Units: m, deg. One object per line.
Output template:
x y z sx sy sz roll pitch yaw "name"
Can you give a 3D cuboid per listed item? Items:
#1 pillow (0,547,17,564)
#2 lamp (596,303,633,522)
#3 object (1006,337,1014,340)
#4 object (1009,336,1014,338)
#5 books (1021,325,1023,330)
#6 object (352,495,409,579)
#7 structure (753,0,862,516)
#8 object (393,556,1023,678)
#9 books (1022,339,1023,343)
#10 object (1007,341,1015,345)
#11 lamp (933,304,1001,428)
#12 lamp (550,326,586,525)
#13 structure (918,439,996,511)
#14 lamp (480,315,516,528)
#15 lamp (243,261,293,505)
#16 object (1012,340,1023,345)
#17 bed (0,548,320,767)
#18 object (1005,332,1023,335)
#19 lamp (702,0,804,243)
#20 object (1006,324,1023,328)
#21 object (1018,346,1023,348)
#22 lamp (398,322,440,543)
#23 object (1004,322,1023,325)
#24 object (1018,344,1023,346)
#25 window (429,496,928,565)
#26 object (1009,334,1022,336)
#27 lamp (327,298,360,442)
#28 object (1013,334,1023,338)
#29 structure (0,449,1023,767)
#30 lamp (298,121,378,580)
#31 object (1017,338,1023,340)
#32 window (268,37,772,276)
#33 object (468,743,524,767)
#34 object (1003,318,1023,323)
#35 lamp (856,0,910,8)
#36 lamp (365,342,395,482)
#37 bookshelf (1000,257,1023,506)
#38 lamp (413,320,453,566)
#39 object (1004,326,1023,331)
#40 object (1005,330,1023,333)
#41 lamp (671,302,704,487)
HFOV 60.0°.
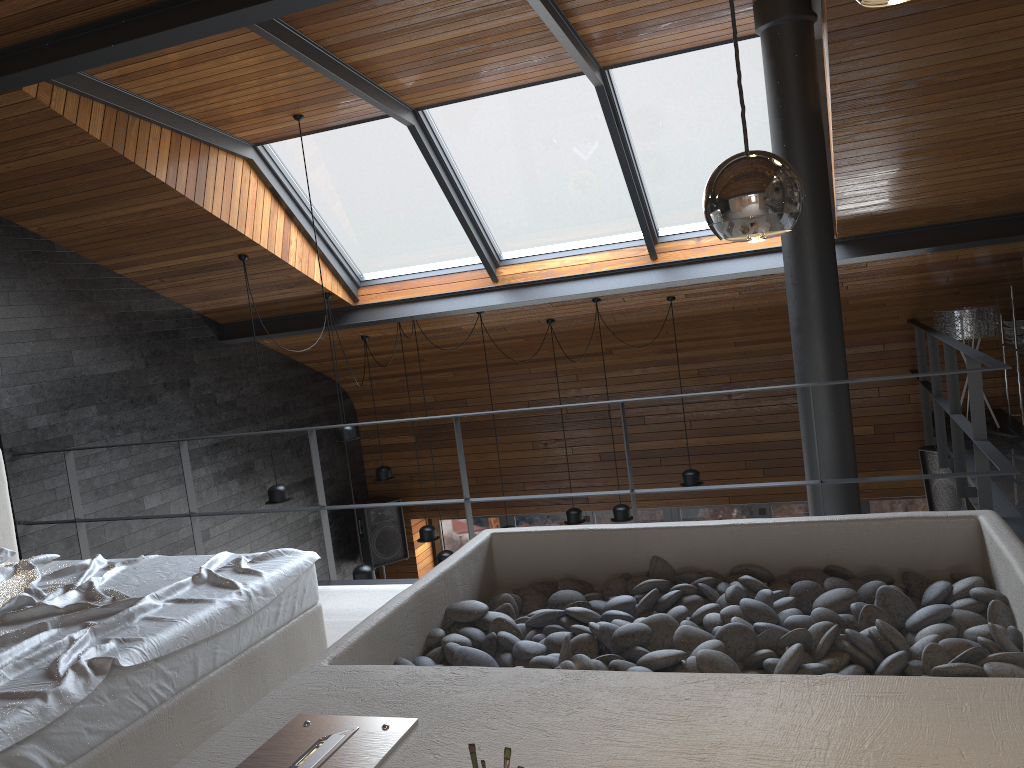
-2.493 0.759 3.485 0.509 0.173 0.842 -6 5 20 "pillow"
0.833 0.222 7.581 0.210 1.911 0.210 -10 5 -33 "lamp"
4.379 -0.405 7.594 0.243 0.012 0.159 -6 5 20 "object"
4.394 -0.419 7.594 0.216 0.012 0.161 -6 5 20 "object"
4.197 -0.460 7.022 0.268 0.025 0.176 -6 5 20 "books"
-1.436 2.442 9.857 0.639 2.298 0.686 -10 5 -32 "object"
1.756 0.715 4.823 1.197 5.699 1.689 -6 5 20 "structure"
0.512 0.773 2.579 1.842 0.246 1.436 -6 5 20 "object"
4.211 -0.349 7.031 0.240 0.028 0.180 -6 5 10 "books"
4.386 -0.362 7.596 0.234 0.025 0.176 -6 5 20 "object"
3.715 -0.117 7.180 0.475 1.002 0.475 -3 6 43 "lamp"
0.453 0.277 8.068 0.210 2.002 0.210 -10 5 -33 "lamp"
4.012 0.873 7.909 0.488 0.735 0.461 -9 5 -20 "structure"
-0.151 0.387 7.854 0.210 2.034 0.210 -10 5 -33 "lamp"
-1.903 -0.018 6.733 0.210 1.853 0.210 -10 5 -33 "lamp"
4.307 -0.357 7.342 0.262 0.025 0.176 -6 5 20 "object"
-1.914 1.000 2.862 2.011 0.484 1.826 -6 5 20 "bed"
4.367 -0.446 7.576 0.246 0.016 0.182 -6 5 20 "object"
0.257 -1.089 1.267 0.146 1.771 0.146 -3 6 45 "lamp"
4.372 -0.511 7.584 0.233 0.021 0.174 -6 5 20 "object"
4.302 -0.325 7.354 0.201 0.012 0.161 -6 5 20 "object"
-0.881 0.398 7.935 0.210 2.036 0.210 -10 5 -33 "lamp"
4.362 -0.529 7.586 0.246 0.016 0.182 -6 5 20 "object"
4.316 -0.339 7.352 0.226 0.012 0.159 -6 5 20 "object"
1.806 1.941 9.707 5.936 1.521 0.101 -6 5 20 "window"
4.386 -0.433 7.586 0.224 0.017 0.167 -6 5 20 "object"
-1.464 -0.126 7.449 0.210 1.206 0.210 -10 5 -33 "lamp"
4.287 -0.403 7.353 0.203 0.013 0.161 -6 5 20 "object"
-0.949 0.796 2.498 4.613 1.120 2.634 -6 5 20 "structure"
-1.230 -0.192 6.080 0.210 3.208 0.210 -3 6 42 "lamp"
4.303 -0.387 7.324 0.228 0.016 0.182 -6 5 20 "object"
0.218 -1.554 6.479 3.818 1.031 1.213 -6 5 20 "window"
0.021 0.611 1.179 0.301 0.234 0.245 -4 6 40 "object"
4.364 -0.545 7.595 0.246 0.016 0.182 -6 5 20 "object"
0.494 -1.311 1.293 0.146 1.474 0.146 -11 6 -39 "lamp"
-1.317 0.242 8.516 0.210 1.369 0.210 -10 5 -33 "lamp"
2.762 0.494 2.697 0.421 6.218 10.741 -6 5 20 "bookshelf"
-0.716 0.467 7.715 0.210 2.273 0.210 -10 5 -33 "lamp"
4.359 -0.484 7.575 0.252 0.028 0.180 -6 5 20 "object"
4.365 -0.462 7.575 0.246 0.016 0.182 -6 5 20 "object"
1.439 0.082 7.521 0.210 1.565 0.210 -10 5 -33 "lamp"
